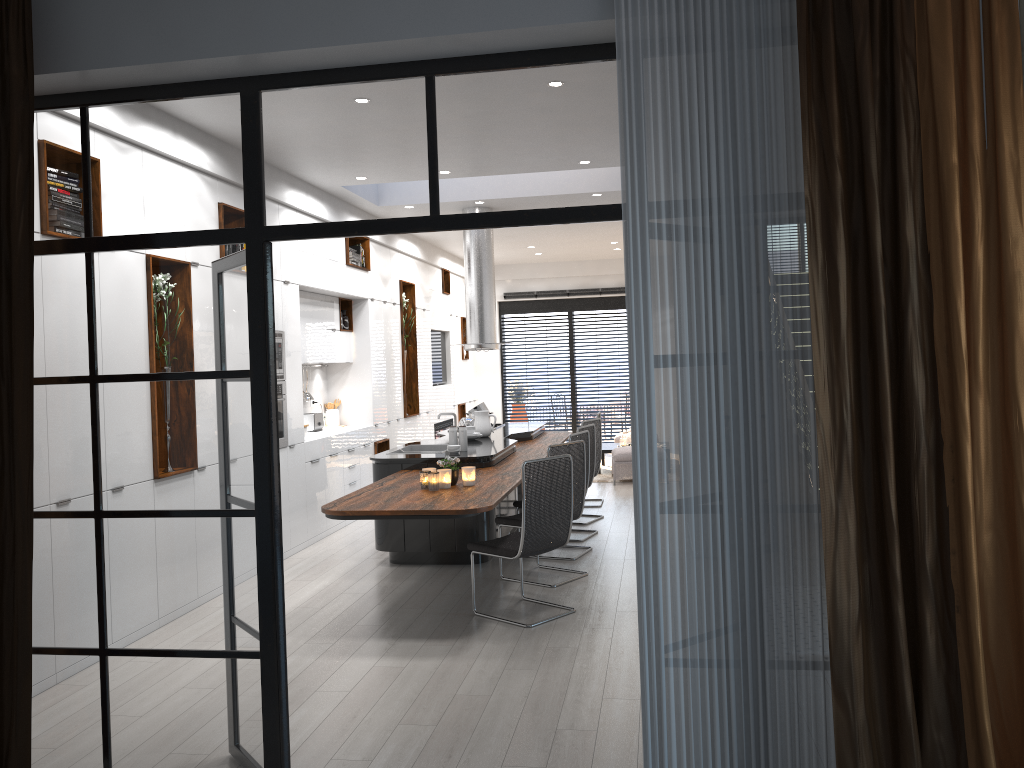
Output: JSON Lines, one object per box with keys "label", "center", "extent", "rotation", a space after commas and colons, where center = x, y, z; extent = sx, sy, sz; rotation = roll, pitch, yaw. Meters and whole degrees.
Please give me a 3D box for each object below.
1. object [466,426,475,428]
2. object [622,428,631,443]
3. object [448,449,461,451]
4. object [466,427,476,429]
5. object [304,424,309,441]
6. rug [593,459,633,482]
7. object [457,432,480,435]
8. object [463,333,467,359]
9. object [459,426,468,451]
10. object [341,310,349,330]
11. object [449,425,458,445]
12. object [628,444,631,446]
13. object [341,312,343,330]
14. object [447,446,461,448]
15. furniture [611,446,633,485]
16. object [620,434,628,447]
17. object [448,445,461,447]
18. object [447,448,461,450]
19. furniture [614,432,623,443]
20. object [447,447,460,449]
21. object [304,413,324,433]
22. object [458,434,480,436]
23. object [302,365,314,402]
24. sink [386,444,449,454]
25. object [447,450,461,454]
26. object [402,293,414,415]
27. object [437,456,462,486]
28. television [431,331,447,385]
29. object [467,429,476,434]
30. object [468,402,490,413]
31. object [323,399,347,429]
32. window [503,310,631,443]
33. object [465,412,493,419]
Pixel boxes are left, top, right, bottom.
{"label": "object", "center": [-0.418, 0.433, 8.510], "extent": [0.138, 0.051, 0.138], "rotation": [-2, 1, -10]}
{"label": "object", "center": [1.960, 0.842, 13.832], "extent": [0.417, 0.355, 0.761], "rotation": [-2, 1, 17]}
{"label": "object", "center": [-0.477, 0.551, 7.296], "extent": [0.111, 0.023, 0.111], "rotation": [-1, 2, 22]}
{"label": "object", "center": [-0.418, 0.445, 8.510], "extent": [0.138, 0.051, 0.138], "rotation": [-2, 1, -10]}
{"label": "object", "center": [-2.094, 0.460, 8.278], "extent": [0.380, 0.148, 0.263], "rotation": [-2, 1, 9]}
{"label": "rug", "center": [1.625, 1.227, 12.780], "extent": [1.623, 0.020, 2.521], "rotation": [-2, 1, 9]}
{"label": "object", "center": [-0.417, 0.482, 8.510], "extent": [0.229, 0.016, 0.229], "rotation": [-2, 1, 6]}
{"label": "object", "center": [-0.807, -0.738, 14.934], "extent": [0.480, 0.626, 0.315], "rotation": [-2, 0, 0]}
{"label": "object", "center": [-0.411, 0.453, 7.441], "extent": [0.071, 0.219, 0.071], "rotation": [-2, 0, 35]}
{"label": "object", "center": [-1.908, -0.720, 10.004], "extent": [0.123, 0.231, 0.123], "rotation": [-2, 0, 11]}
{"label": "object", "center": [-0.494, 0.456, 7.446], "extent": [0.071, 0.219, 0.071], "rotation": [-2, 0, -27]}
{"label": "object", "center": [1.654, 0.872, 12.775], "extent": [0.333, 0.030, 0.583], "rotation": [-3, 2, -27]}
{"label": "object", "center": [-1.941, -0.735, 9.812], "extent": [0.124, 0.275, 0.124], "rotation": [-2, 0, -3]}
{"label": "object", "center": [-0.478, 0.525, 7.297], "extent": [0.111, 0.023, 0.111], "rotation": [-1, 2, 22]}
{"label": "furniture", "center": [1.656, 1.038, 11.592], "extent": [0.699, 0.460, 0.700], "rotation": [-2, 1, 4]}
{"label": "object", "center": [1.586, 0.802, 12.595], "extent": [0.110, 0.183, 0.119], "rotation": [-2, 0, 15]}
{"label": "object", "center": [-0.478, 0.518, 7.297], "extent": [0.111, 0.023, 0.111], "rotation": [-1, 2, 22]}
{"label": "object", "center": [-0.477, 0.544, 7.296], "extent": [0.111, 0.023, 0.111], "rotation": [-1, 2, 22]}
{"label": "furniture", "center": [1.957, 0.968, 13.886], "extent": [0.699, 0.460, 0.700], "rotation": [-2, 1, 9]}
{"label": "object", "center": [-0.477, 0.531, 7.297], "extent": [0.111, 0.023, 0.111], "rotation": [-1, 2, 22]}
{"label": "object", "center": [-2.112, 0.408, 9.402], "extent": [0.176, 0.195, 0.260], "rotation": [-2, 1, 10]}
{"label": "object", "center": [-0.417, 0.491, 8.510], "extent": [0.229, 0.016, 0.229], "rotation": [-2, 1, 6]}
{"label": "object", "center": [-2.188, -0.004, 9.387], "extent": [0.069, 0.389, 0.320], "rotation": [-2, 1, 11]}
{"label": "sink", "center": [-0.756, 0.639, 7.746], "extent": [0.485, 0.152, 0.738], "rotation": [-2, 1, 9]}
{"label": "object", "center": [-0.476, 0.557, 7.296], "extent": [0.111, 0.023, 0.111], "rotation": [-1, 2, 22]}
{"label": "object", "center": [-1.425, -0.397, 11.569], "extent": [0.322, 1.614, 0.323], "rotation": [-2, 0, 35]}
{"label": "object", "center": [-0.422, 0.589, 6.056], "extent": [0.151, 0.206, 0.157], "rotation": [-2, 1, 26]}
{"label": "television", "center": [-1.156, -0.390, 13.374], "extent": [0.050, 0.805, 1.188], "rotation": [-2, 1, 9]}
{"label": "object", "center": [-0.417, 0.462, 8.510], "extent": [0.138, 0.051, 0.138], "rotation": [-2, 1, -10]}
{"label": "object", "center": [-0.379, 0.311, 10.007], "extent": [0.249, 0.212, 0.256], "rotation": [-1, 1, 45]}
{"label": "object", "center": [-2.017, 0.331, 9.942], "extent": [0.221, 0.316, 0.330], "rotation": [-2, 1, 9]}
{"label": "window", "center": [4.092, -1.557, 15.811], "extent": [8.565, 5.061, 0.462], "rotation": [-2, 0, 8]}
{"label": "object", "center": [-0.368, 0.397, 10.009], "extent": [0.253, 0.147, 0.266], "rotation": [-3, 1, -38]}
